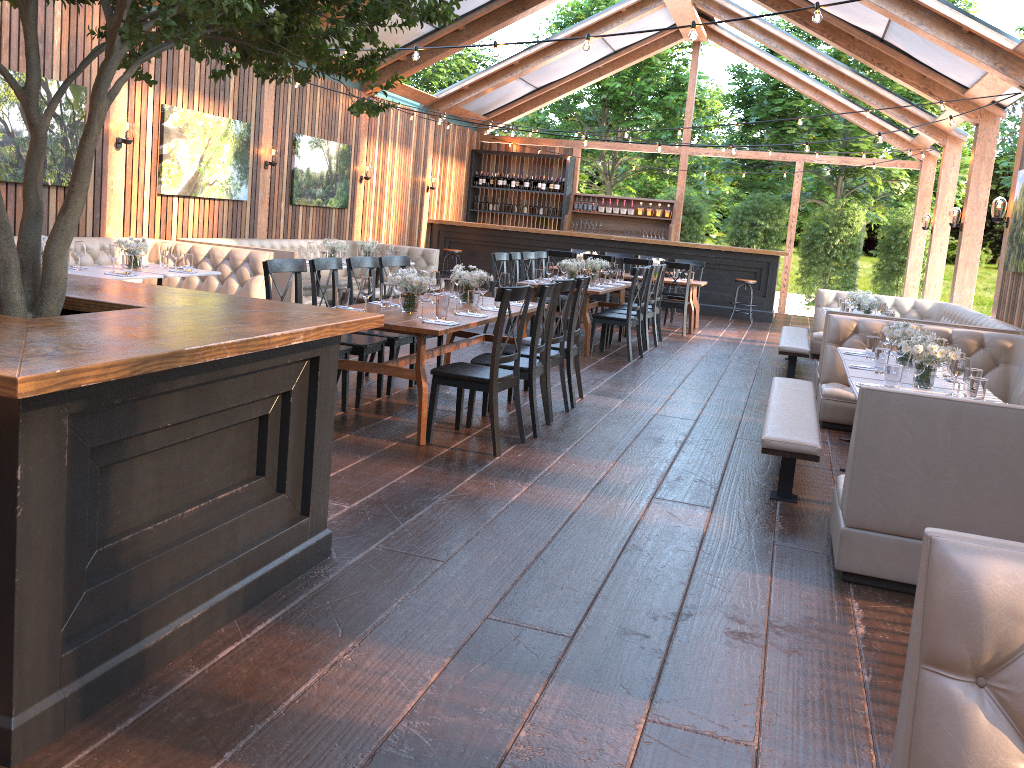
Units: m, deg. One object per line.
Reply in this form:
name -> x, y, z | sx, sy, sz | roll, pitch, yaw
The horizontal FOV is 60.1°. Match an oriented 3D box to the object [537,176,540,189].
object -> 0.568, -4.282, 18.932 | 0.136, 0.313, 0.137 | 2, 8, -21

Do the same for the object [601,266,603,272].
object -> 1.440, -1.843, 13.880 | 0.092, 0.157, 0.092 | 13, 11, 43

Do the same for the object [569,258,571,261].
object -> 0.932, -1.943, 13.938 | 0.092, 0.242, 0.093 | 1, 8, -30

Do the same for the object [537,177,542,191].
object -> 0.589, -4.246, 18.770 | 0.077, 0.304, 0.077 | 10, 8, 33

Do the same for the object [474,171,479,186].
object -> -0.773, -4.470, 19.263 | 0.081, 0.322, 0.172 | 5, 8, 2

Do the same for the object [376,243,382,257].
object -> -1.905, -1.897, 12.640 | 0.092, 0.242, 0.093 | 1, 8, -30

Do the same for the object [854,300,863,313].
object -> 3.552, -0.742, 9.084 | 0.092, 0.242, 0.093 | 2, 8, -25

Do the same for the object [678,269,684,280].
object -> 2.562, -1.703, 13.437 | 0.092, 0.242, 0.093 | 1, 8, -30

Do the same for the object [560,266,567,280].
object -> 0.620, -1.338, 10.556 | 0.092, 0.242, 0.093 | 1, 8, -30

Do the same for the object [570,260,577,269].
object -> 0.761, -1.418, 11.049 | 0.092, 0.242, 0.093 | 1, 8, -30

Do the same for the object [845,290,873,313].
object -> 4.052, -0.954, 10.283 | 0.329, 0.307, 0.339 | 4, 9, -8

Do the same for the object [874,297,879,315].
object -> 4.064, -0.846, 9.886 | 0.092, 0.242, 0.093 | 1, 8, -30

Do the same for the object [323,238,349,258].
object -> -2.263, -1.702, 11.253 | 0.331, 0.307, 0.337 | 12, 11, 39

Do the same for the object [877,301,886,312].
object -> 3.820, -0.731, 9.155 | 0.092, 0.242, 0.093 | 2, 8, -25

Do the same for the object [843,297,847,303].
object -> 4.106, -0.982, 10.866 | 0.092, 0.157, 0.092 | 6, 8, 3

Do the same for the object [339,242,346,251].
object -> -2.253, -1.757, 11.725 | 0.092, 0.242, 0.093 | 1, 8, -30

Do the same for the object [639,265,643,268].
object -> 1.990, -1.788, 13.616 | 0.092, 0.242, 0.093 | 1, 8, -30

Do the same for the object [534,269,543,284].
object -> 0.294, -1.213, 9.959 | 0.092, 0.157, 0.092 | -1, 10, -36

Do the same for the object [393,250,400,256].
object -> -1.646, -1.816, 12.564 | 0.092, 0.157, 0.092 | 6, 8, 3

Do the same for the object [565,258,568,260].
object -> 0.878, -1.926, 14.055 | 0.092, 0.157, 0.092 | 13, 11, 43

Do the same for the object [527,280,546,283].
object -> 0.290, -1.175, 10.132 | 0.255, 0.019, 0.158 | 8, 11, 17

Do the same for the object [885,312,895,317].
object -> 3.765, -0.632, 8.832 | 0.092, 0.157, 0.092 | 6, 8, 3

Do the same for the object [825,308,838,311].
object -> 3.915, -0.897, 10.698 | 0.255, 0.019, 0.158 | 8, 11, 17

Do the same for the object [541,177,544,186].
object -> 0.664, -4.258, 18.857 | 0.078, 0.310, 0.078 | 7, 7, 12

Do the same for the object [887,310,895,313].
object -> 3.919, -0.686, 9.196 | 0.092, 0.157, 0.092 | 6, 8, 3

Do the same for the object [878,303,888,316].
object -> 3.733, -0.696, 8.929 | 0.092, 0.242, 0.093 | 2, 8, -25

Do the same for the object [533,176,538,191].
object -> 0.510, -4.272, 18.819 | 0.081, 0.321, 0.082 | 5, 7, -4

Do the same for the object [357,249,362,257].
object -> -2.130, -1.830, 12.406 | 0.092, 0.157, 0.092 | 6, 8, 3

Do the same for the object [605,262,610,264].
object -> 1.491, -1.862, 13.771 | 0.092, 0.242, 0.093 | 1, 8, -30

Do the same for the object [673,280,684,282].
object -> 2.432, -1.512, 12.962 | 0.158, 0.019, 0.257 | 8, 11, 17

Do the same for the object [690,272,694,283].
object -> 2.610, -1.560, 12.928 | 0.092, 0.157, 0.092 | 13, 11, 43

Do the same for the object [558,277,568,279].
object -> 0.636, -1.343, 11.195 | 0.255, 0.019, 0.158 | 8, 11, 17

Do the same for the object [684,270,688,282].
object -> 2.574, -1.629, 13.048 | 0.092, 0.242, 0.093 | 1, 8, -30

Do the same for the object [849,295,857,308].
object -> 3.797, -0.862, 9.844 | 0.092, 0.242, 0.093 | 1, 8, -30

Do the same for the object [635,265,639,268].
object -> 1.944, -1.767, 13.712 | 0.092, 0.157, 0.092 | 13, 11, 43

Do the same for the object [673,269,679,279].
object -> 2.506, -1.688, 13.560 | 0.092, 0.157, 0.092 | 13, 11, 43

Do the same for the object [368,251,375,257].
object -> -1.886, -1.696, 11.808 | 0.092, 0.157, 0.092 | 6, 8, 3

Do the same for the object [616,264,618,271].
object -> 1.541, -1.719, 13.263 | 0.092, 0.157, 0.092 | 13, 11, 43

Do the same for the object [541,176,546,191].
object -> 0.674, -4.249, 18.754 | 0.087, 0.332, 0.088 | 5, 7, -3

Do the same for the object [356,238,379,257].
object -> -1.992, -1.848, 12.163 | 0.329, 0.307, 0.339 | 4, 9, -8

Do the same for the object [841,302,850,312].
object -> 3.690, -0.822, 9.813 | 0.092, 0.157, 0.092 | 6, 8, 3

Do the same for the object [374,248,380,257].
object -> -1.943, -1.877, 12.747 | 0.092, 0.157, 0.092 | 6, 8, 3

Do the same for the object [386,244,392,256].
object -> -1.745, -1.861, 12.523 | 0.092, 0.242, 0.093 | 1, 8, -30

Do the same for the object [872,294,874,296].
object -> 4.304, -0.966, 10.642 | 0.092, 0.242, 0.093 | 1, 8, -30

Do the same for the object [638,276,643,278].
object -> 1.875, -1.594, 13.131 | 0.158, 0.019, 0.257 | 8, 11, 17

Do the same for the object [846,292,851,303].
object -> 4.026, -0.974, 10.555 | 0.092, 0.242, 0.093 | 1, 8, -30

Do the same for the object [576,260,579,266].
object -> 0.983, -1.801, 13.432 | 0.092, 0.157, 0.092 | 13, 11, 43

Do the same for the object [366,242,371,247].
object -> -2.023, -1.869, 12.436 | 0.092, 0.242, 0.093 | 1, 8, -30

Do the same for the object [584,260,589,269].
object -> 0.967, -1.504, 11.606 | 0.092, 0.242, 0.093 | 1, 8, -30

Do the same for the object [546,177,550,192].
object -> 0.769, -4.227, 18.743 | 0.077, 0.307, 0.078 | 5, 7, -4

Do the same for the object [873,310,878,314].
object -> 4.404, -0.921, 10.683 | 0.092, 0.157, 0.092 | 6, 8, 3

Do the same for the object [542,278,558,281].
object -> 0.491, -1.262, 10.691 | 0.255, 0.019, 0.158 | 8, 11, 17

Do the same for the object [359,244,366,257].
object -> -1.986, -1.741, 11.767 | 0.092, 0.242, 0.093 | 1, 8, -30

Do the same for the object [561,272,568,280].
object -> 0.650, -1.376, 11.003 | 0.092, 0.157, 0.092 | 13, 11, 43

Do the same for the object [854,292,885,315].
object -> 3.781, -0.808, 9.374 | 0.331, 0.307, 0.337 | 12, 11, 39

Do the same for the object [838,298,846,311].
object -> 3.919, -0.935, 10.524 | 0.092, 0.157, 0.092 | 6, 8, 3

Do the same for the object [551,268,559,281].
object -> 0.507, -1.296, 10.508 | 0.092, 0.157, 0.092 | 13, 11, 43

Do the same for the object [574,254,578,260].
object -> 0.967, -1.866, 13.543 | 0.092, 0.242, 0.093 | 1, 8, -30

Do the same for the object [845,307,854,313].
object -> 3.445, -0.702, 9.053 | 0.092, 0.157, 0.092 | 6, 8, 3

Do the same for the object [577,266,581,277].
object -> 0.869, -1.460, 11.555 | 0.092, 0.157, 0.092 | 13, 11, 43
